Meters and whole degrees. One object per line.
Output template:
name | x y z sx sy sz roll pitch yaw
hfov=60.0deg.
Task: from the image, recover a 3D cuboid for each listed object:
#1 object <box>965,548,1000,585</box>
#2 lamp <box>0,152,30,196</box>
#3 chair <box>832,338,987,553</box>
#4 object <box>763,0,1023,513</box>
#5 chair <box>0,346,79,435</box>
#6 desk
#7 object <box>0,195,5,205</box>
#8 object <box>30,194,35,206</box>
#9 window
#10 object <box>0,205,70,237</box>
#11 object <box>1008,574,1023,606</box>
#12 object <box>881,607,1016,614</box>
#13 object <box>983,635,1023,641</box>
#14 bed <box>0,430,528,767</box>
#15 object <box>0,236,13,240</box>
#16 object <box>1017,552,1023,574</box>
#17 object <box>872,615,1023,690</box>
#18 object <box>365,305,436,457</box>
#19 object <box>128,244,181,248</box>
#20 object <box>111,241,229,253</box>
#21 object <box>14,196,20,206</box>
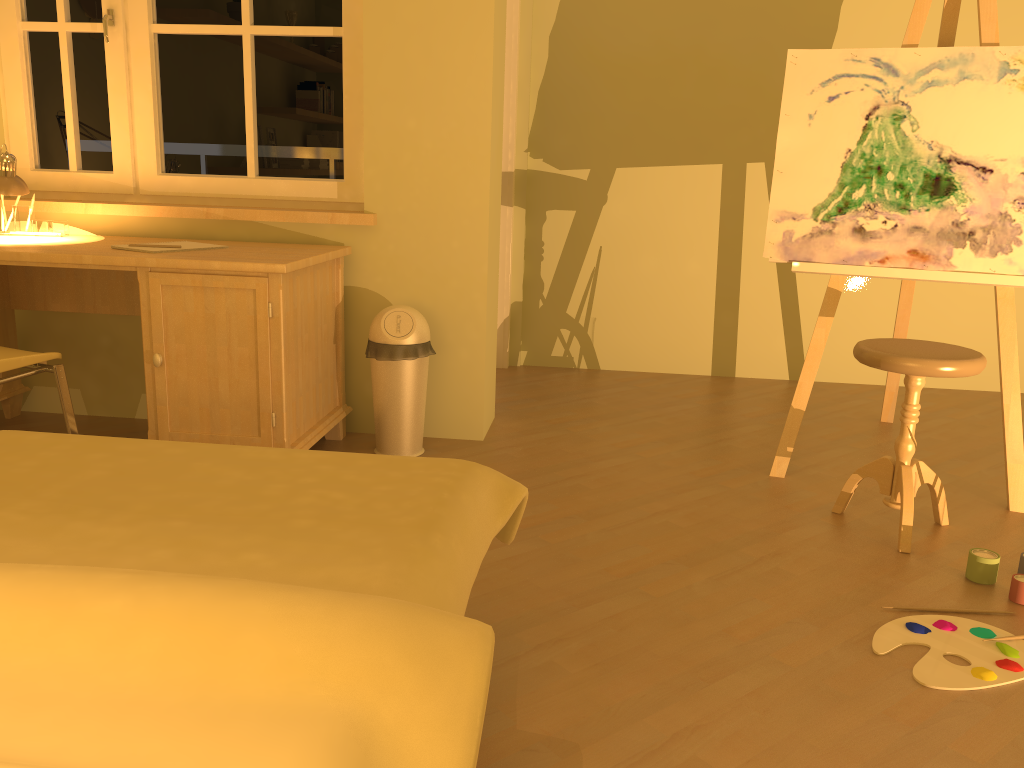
object | 1.234 0.478 2.325 0.073 0.073 0.073 4 14 10
lamp | -1.832 -0.728 3.026 0.484 0.455 0.140 10 16 30
chair | 1.152 0.167 2.593 0.348 0.551 0.364 6 14 17
object | 1.330 -0.576 3.088 0.972 1.896 1.132 -1 14 -11
chair | -1.645 -0.035 2.539 0.531 0.785 0.546 8 15 25
desk | -1.330 -0.117 3.070 1.396 0.720 0.684 3 13 6
object | -1.851 -0.639 3.230 0.009 0.162 0.053 -2 14 -18
object | -1.770 -0.629 3.257 0.043 0.138 0.010 -3 14 -20
window | -1.242 -1.312 3.314 1.486 1.263 0.142 3 13 6
object | -1.756 -0.596 3.239 0.240 0.105 0.070 2 13 -2
object | 1.277 0.514 2.214 0.060 0.060 0.060 -1 14 -12
object | 1.059 0.548 2.149 0.325 0.010 0.010 2 13 1
object | 1.215 0.577 2.038 0.325 0.015 0.010 -2 14 -15
bed | -0.696 0.351 0.824 1.286 0.894 2.378 3 13 6
object | -1.833 -0.485 2.969 0.040 0.009 0.300 11 16 35
object | 1.377 0.485 2.349 0.060 0.060 0.060 0 14 -9
object | 0.984 0.585 1.976 0.366 0.014 0.288 -3 14 -22
object | -0.400 -0.016 3.174 0.248 0.535 0.255 13 17 39
object | -1.156 -0.446 2.872 0.166 0.009 0.008 1 13 -3
object | -1.129 -0.454 2.938 0.210 0.010 0.300 10 16 30
object | -1.827 -0.638 3.253 0.073 0.155 0.008 -6 15 -29
